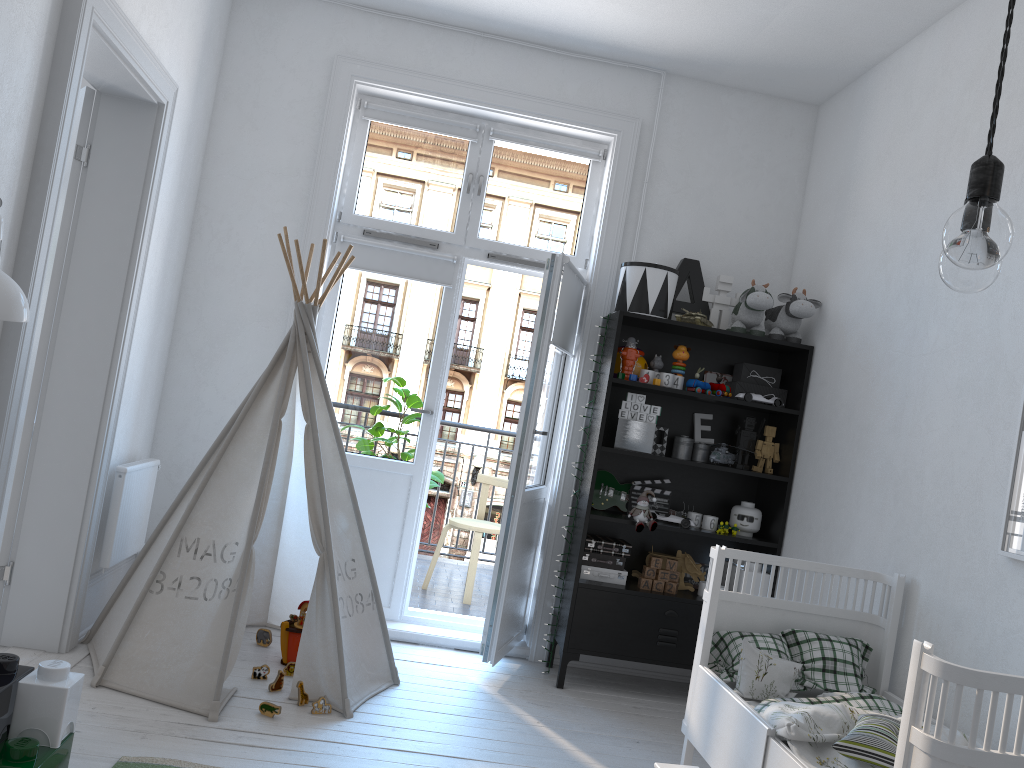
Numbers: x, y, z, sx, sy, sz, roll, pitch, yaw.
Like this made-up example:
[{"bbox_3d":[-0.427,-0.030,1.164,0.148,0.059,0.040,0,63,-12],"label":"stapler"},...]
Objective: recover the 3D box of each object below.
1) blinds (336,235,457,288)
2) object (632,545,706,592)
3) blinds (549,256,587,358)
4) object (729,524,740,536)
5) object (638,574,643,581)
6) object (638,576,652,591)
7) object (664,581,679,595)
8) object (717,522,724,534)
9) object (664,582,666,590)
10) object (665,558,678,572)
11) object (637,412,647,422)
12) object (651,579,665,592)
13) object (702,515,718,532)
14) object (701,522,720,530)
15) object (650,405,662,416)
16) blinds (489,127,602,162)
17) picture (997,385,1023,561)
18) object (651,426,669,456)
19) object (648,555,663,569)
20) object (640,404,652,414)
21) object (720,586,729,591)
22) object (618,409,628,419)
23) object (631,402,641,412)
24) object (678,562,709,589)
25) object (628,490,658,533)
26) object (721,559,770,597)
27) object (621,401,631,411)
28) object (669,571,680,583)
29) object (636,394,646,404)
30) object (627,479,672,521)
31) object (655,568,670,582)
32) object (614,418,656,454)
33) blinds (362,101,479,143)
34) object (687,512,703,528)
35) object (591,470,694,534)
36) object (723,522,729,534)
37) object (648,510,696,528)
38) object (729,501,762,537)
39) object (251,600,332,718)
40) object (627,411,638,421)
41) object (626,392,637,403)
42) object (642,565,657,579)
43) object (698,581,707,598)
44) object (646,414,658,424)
[{"bbox_3d":[-0.557,-0.594,4.304,0.565,0.158,0.032,10,-2,-6],"label":"blinds"},{"bbox_3d":[0.740,0.865,4.164,0.337,0.186,0.111,9,-2,9],"label":"object"},{"bbox_3d":[0.269,-0.342,4.111,0.032,0.390,0.565,9,-2,14],"label":"blinds"},{"bbox_3d":[1.014,0.663,4.041,0.042,0.054,0.031,8,-2,39],"label":"object"},{"bbox_3d":[0.610,0.906,4.070,0.050,0.050,0.050,10,-2,-6],"label":"object"},{"bbox_3d":[0.602,0.902,4.013,0.050,0.050,0.050,10,-2,-6],"label":"object"},{"bbox_3d":[0.725,0.924,4.027,0.050,0.050,0.050,9,-2,24],"label":"object"},{"bbox_3d":[0.946,0.650,4.010,0.031,0.054,0.042,8,-2,44],"label":"object"},{"bbox_3d":[0.725,0.926,4.086,0.050,0.050,0.050,10,-2,-6],"label":"object"},{"bbox_3d":[0.729,0.825,4.043,0.050,0.050,0.050,9,-2,14],"label":"object"},{"bbox_3d":[0.584,0.150,3.991,0.040,0.040,0.040,9,-2,9],"label":"object"},{"bbox_3d":[0.659,0.913,4.020,0.050,0.050,0.050,10,-2,-1],"label":"object"},{"bbox_3d":[0.906,0.639,4.059,0.067,0.067,0.067,9,-2,8],"label":"object"},{"bbox_3d":[0.929,0.665,4.220,0.163,0.034,0.069,10,-2,-6],"label":"object"},{"bbox_3d":[0.647,0.120,3.983,0.040,0.040,0.040,9,-2,19],"label":"object"},{"bbox_3d":[0.170,-1.185,4.391,0.565,0.060,0.032,10,-2,-6],"label":"blinds"},{"bbox_3d":[1.488,0.243,2.206,0.030,0.492,0.703,10,-2,-6],"label":"picture"},{"bbox_3d":[0.703,0.270,4.233,0.070,0.134,0.028,10,-2,-7],"label":"object"},{"bbox_3d":[0.651,0.811,4.032,0.050,0.050,0.050,10,-2,-6],"label":"object"},{"bbox_3d":[0.604,0.113,3.990,0.040,0.040,0.040,9,-2,24],"label":"object"},{"bbox_3d":[0.943,0.951,4.017,0.067,0.067,0.067,9,-2,8],"label":"object"},{"bbox_3d":[0.503,0.137,4.003,0.040,0.040,0.040,9,-2,9],"label":"object"},{"bbox_3d":[0.559,0.106,3.997,0.040,0.040,0.040,9,-2,14],"label":"object"},{"bbox_3d":[0.874,0.920,4.268,0.347,0.120,0.034,10,-2,-6],"label":"object"},{"bbox_3d":[0.586,0.561,3.914,0.110,0.186,0.129,10,-2,-19],"label":"object"},{"bbox_3d":[1.079,0.911,4.114,0.132,0.199,0.267,10,-2,-6],"label":"object"},{"bbox_3d":[0.515,0.098,4.003,0.040,0.040,0.040,10,-2,4],"label":"object"},{"bbox_3d":[0.732,0.876,4.056,0.050,0.050,0.050,10,-2,-6],"label":"object"},{"bbox_3d":[0.579,0.068,3.996,0.040,0.040,0.040,10,-2,4],"label":"object"},{"bbox_3d":[0.653,0.535,4.190,0.201,0.199,0.048,10,-2,-6],"label":"object"},{"bbox_3d":[0.683,0.866,4.023,0.050,0.050,0.050,10,-2,-6],"label":"object"},{"bbox_3d":[0.558,0.236,4.026,0.170,0.138,0.124,9,-2,9],"label":"object"},{"bbox_3d":[-0.440,-1.277,4.323,0.565,0.087,0.032,10,-2,-6],"label":"blinds"},{"bbox_3d":[0.842,0.629,4.099,0.067,0.067,0.067,9,-2,8],"label":"object"},{"bbox_3d":[0.605,0.560,4.211,0.542,0.239,0.093,10,-2,-6],"label":"object"},{"bbox_3d":[0.981,0.658,4.068,0.042,0.054,0.031,10,-2,-6],"label":"object"},{"bbox_3d":[0.722,0.617,4.047,0.230,0.048,0.098,9,-2,19],"label":"object"},{"bbox_3d":[1.088,0.630,4.131,0.139,0.162,0.139,11,-2,-31],"label":"object"},{"bbox_3d":[-0.781,1.000,3.413,0.385,0.283,0.856,10,-2,-14],"label":"object"},{"bbox_3d":[0.542,0.144,4.005,0.040,0.040,0.040,10,-2,-1],"label":"object"},{"bbox_3d":[0.538,0.061,4.002,0.040,0.040,0.040,10,-2,-1],"label":"object"},{"bbox_3d":[0.625,0.857,4.037,0.050,0.050,0.050,10,-2,-6],"label":"object"},{"bbox_3d":[0.889,0.944,4.066,0.067,0.067,0.067,9,-2,8],"label":"object"},{"bbox_3d":[0.629,0.158,3.984,0.040,0.040,0.040,9,-2,24],"label":"object"}]
